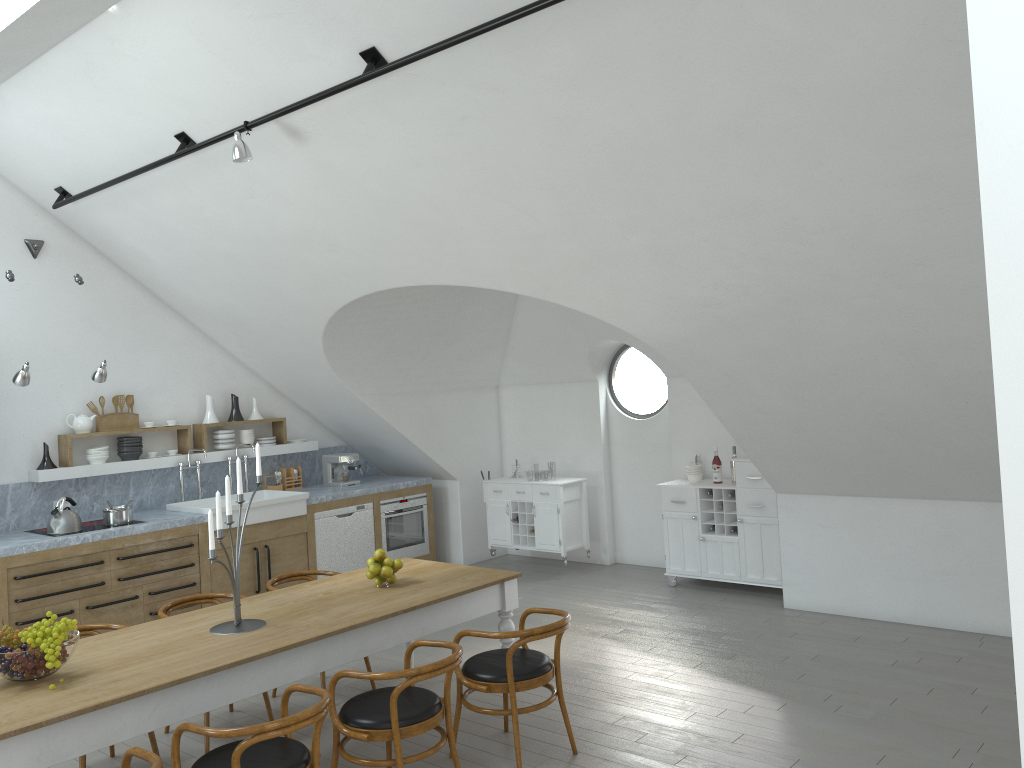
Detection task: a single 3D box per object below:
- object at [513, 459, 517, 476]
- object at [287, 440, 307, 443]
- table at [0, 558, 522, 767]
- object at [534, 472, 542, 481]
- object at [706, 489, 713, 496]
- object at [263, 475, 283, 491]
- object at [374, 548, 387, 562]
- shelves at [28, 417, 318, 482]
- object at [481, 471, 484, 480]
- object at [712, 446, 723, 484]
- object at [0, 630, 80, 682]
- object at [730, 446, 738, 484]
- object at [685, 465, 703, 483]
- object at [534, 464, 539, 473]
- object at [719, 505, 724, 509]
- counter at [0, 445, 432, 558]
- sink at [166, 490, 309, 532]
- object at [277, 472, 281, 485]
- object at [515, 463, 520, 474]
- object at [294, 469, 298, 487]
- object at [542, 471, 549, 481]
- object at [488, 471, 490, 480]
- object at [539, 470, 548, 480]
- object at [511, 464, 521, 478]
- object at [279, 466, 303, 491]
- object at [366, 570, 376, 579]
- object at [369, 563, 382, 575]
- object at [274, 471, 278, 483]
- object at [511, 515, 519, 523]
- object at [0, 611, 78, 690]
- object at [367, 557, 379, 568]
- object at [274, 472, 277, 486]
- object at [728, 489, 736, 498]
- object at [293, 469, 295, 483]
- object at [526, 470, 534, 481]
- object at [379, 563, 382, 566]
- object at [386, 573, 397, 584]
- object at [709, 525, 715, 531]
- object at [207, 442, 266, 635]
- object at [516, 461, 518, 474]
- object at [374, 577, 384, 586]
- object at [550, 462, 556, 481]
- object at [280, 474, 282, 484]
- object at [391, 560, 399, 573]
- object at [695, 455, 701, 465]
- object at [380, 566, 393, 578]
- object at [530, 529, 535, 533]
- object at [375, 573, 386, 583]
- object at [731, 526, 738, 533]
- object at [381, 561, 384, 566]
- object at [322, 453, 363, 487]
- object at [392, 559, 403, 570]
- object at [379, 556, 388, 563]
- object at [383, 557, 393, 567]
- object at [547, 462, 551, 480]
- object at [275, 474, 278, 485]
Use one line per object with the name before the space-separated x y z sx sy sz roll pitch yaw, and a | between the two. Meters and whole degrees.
object | 0.037 0.892 9.424 0.039 0.175 0.054 -5 -2 41
object | -2.204 0.593 9.066 0.213 0.025 0.213 -3 0 28
table | -1.397 1.590 4.252 1.017 0.799 3.350 -4 0 41
object | 0.266 0.938 8.958 0.077 0.085 0.077 -4 -1 28
object | 1.824 0.953 7.858 0.092 0.094 0.359 -4 0 41
object | -2.368 0.986 8.772 0.100 0.171 0.173 -4 -1 43
object | -0.747 0.971 5.035 0.072 0.074 0.072 -4 -1 41
shelves | -3.820 0.107 7.048 0.479 1.362 5.552 -4 -1 35
object | -0.282 1.048 9.374 0.088 0.269 0.029 -4 -2 14
object | 1.825 0.719 7.895 0.081 0.330 0.081 -4 -2 37
object | -1.997 1.148 3.694 0.360 0.160 0.360 -3 0 21
object | 1.957 0.711 7.773 0.085 0.331 0.085 -3 -1 0
object | 1.650 0.814 8.016 0.158 0.160 0.154 -3 -1 -21
object | 0.251 0.897 9.024 0.048 0.169 0.048 -4 -2 28
object | 1.911 1.059 7.794 0.085 0.085 0.331 -4 0 41
counter | -3.274 0.880 7.265 0.960 0.620 6.579 -4 0 41
sink | -2.442 1.125 7.942 0.726 0.202 1.021 -3 0 41
object | -2.299 0.964 8.776 0.040 0.192 0.042 -3 -2 -13
object | 0.048 0.907 9.418 0.097 0.137 0.029 -4 -2 44
object | -2.180 0.957 8.948 0.040 0.192 0.042 -3 -2 1
object | 0.345 0.927 8.935 0.071 0.099 0.071 -3 -1 -26
object | -0.241 1.045 9.338 0.029 0.269 0.088 -3 -2 -22
object | 0.329 0.930 9.025 0.094 0.093 0.093 -4 -1 28
object | 0.043 0.927 9.412 0.101 0.138 0.067 -4 -2 41
object | -2.232 0.952 8.947 0.104 0.223 0.200 -4 -1 41
object | -0.797 1.077 5.015 0.059 0.056 0.059 -4 -1 36
object | -0.767 1.037 4.972 0.071 0.064 0.072 -4 -1 34
object | -2.336 0.966 8.808 0.040 0.192 0.042 -3 -2 -12
object | 0.106 1.374 9.052 0.082 0.085 0.317 -4 0 42
object | -1.991 1.084 3.668 0.393 0.284 0.292 -3 -1 5
object | -0.793 1.022 5.040 0.066 0.071 0.072 -3 -1 10
object | -2.336 0.969 8.781 0.019 0.196 0.022 -4 -2 29
object | 1.976 0.949 7.716 0.087 0.085 0.360 -4 0 41
object | -2.197 0.961 8.972 0.018 0.196 0.023 -2 -2 -41
object | 0.182 0.933 8.982 0.082 0.105 0.081 -3 -1 -36
object | -0.777 1.050 5.096 0.062 0.059 0.062 -3 -1 -45
object | -0.684 1.102 5.025 0.064 0.063 0.063 -3 -1 -38
object | 1.866 1.257 7.833 0.156 0.085 0.331 -4 0 42
object | -1.343 0.750 4.409 0.265 0.876 0.775 -4 -1 15
object | 0.051 0.894 9.392 0.024 0.164 0.039 -2 -2 -36
object | -0.750 1.113 5.001 0.049 0.050 0.051 -4 -1 45
object | 0.414 0.879 8.926 0.063 0.187 0.063 -4 -2 26
object | -2.296 0.976 8.790 0.044 0.179 0.019 -4 -2 26
object | -0.678 1.046 5.076 0.076 0.076 0.077 -3 -1 8
object | 1.718 0.765 8.251 0.115 0.209 0.065 -4 -2 43
object | -0.704 1.054 4.972 0.071 0.072 0.070 -3 -1 5
object | 0.286 1.467 8.947 0.081 0.083 0.317 -4 0 41
object | -0.744 1.098 5.068 0.080 0.074 0.078 -3 -1 -4
object | 1.993 1.253 7.714 0.081 0.081 0.359 -4 0 39
object | -0.724 1.018 5.069 0.053 0.051 0.053 -3 -1 12
object | -1.696 0.878 9.088 0.386 0.320 0.324 -4 -1 41
object | -0.648 1.022 5.029 0.063 0.063 0.062 -3 -1 3
object | -0.749 1.003 5.115 0.062 0.059 0.062 -4 -1 42
object | -0.699 1.008 5.005 0.053 0.057 0.058 -3 -1 -35
object | 0.392 0.884 8.985 0.054 0.179 0.054 -4 -2 18
object | -2.325 0.978 8.764 0.019 0.179 0.044 -3 -2 6
